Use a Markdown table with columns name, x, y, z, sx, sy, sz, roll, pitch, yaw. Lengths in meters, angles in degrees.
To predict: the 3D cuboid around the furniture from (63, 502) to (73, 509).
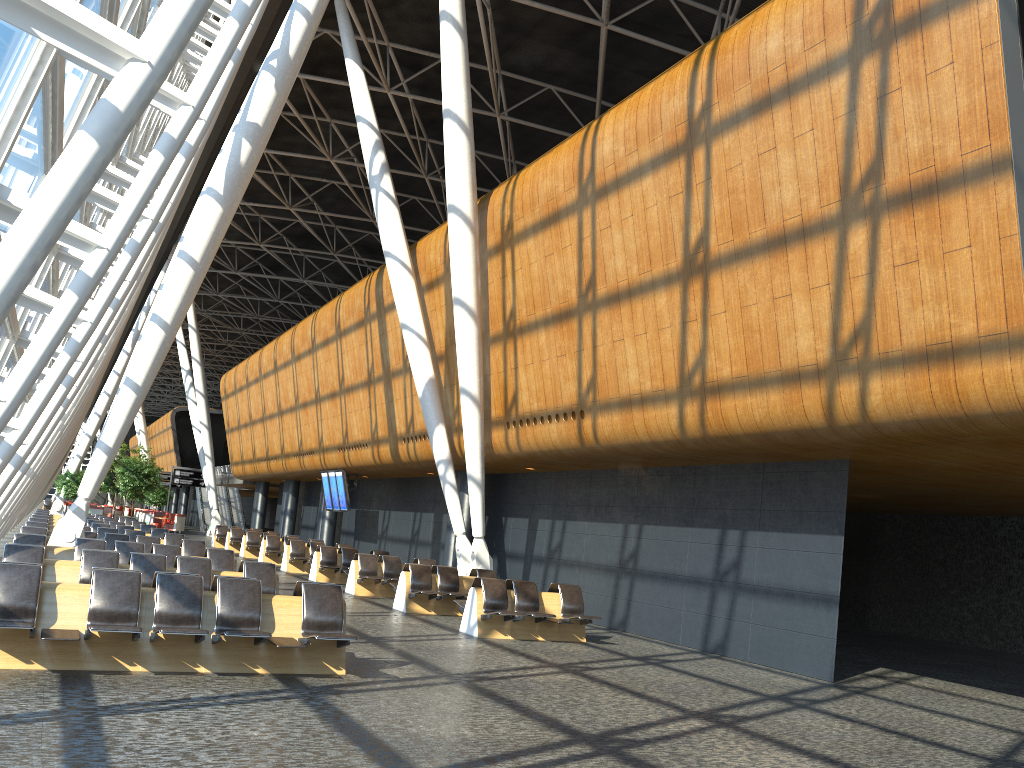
| name | x | y | z | sx | sy | sz | roll | pitch | yaw |
| --- | --- | --- | --- | --- | --- | --- | --- | --- | --- |
| furniture | -26.557 | 7.647 | 53.153 | 0.891 | 0.998 | 2.852 | 7 | -9 | -14 |

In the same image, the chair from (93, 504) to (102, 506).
| name | x | y | z | sx | sy | sz | roll | pitch | yaw |
| --- | --- | --- | --- | --- | --- | --- | --- | --- | --- |
| chair | -25.567 | 7.865 | 53.837 | 0.621 | 1.002 | 0.669 | 4 | -6 | 18 |

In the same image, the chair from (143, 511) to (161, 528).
| name | x | y | z | sx | sy | sz | roll | pitch | yaw |
| --- | --- | --- | --- | --- | --- | --- | --- | --- | --- |
| chair | -18.706 | 7.151 | 45.830 | 0.621 | 1.002 | 0.669 | 4 | -6 | 18 |

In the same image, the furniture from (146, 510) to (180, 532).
| name | x | y | z | sx | sy | sz | roll | pitch | yaw |
| --- | --- | --- | --- | --- | --- | --- | --- | --- | --- |
| furniture | -19.628 | 7.626 | 49.079 | 2.821 | 1.000 | 0.900 | 0 | -8 | 30 |

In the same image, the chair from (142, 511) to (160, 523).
| name | x | y | z | sx | sy | sz | roll | pitch | yaw |
| --- | --- | --- | --- | --- | --- | --- | --- | --- | --- |
| chair | -19.175 | 7.280 | 46.840 | 0.659 | 1.002 | 0.630 | 4 | -6 | 18 |

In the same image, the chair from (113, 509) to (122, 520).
| name | x | y | z | sx | sy | sz | roll | pitch | yaw |
| --- | --- | --- | --- | --- | --- | --- | --- | --- | --- |
| chair | -20.198 | 6.768 | 44.491 | 0.661 | 1.002 | 0.628 | 6 | -6 | -2 |

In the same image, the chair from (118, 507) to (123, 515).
| name | x | y | z | sx | sy | sz | roll | pitch | yaw |
| --- | --- | --- | --- | --- | --- | --- | --- | --- | --- |
| chair | -24.249 | 8.236 | 55.211 | 0.660 | 1.002 | 0.629 | 5 | -6 | 8 |

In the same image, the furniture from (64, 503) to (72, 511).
| name | x | y | z | sx | sy | sz | roll | pitch | yaw |
| --- | --- | --- | --- | --- | --- | --- | --- | --- | --- |
| furniture | -23.091 | 6.832 | 46.507 | 0.891 | 0.998 | 2.852 | 7 | -9 | -14 |

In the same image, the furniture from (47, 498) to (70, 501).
| name | x | y | z | sx | sy | sz | roll | pitch | yaw |
| --- | --- | --- | --- | --- | --- | --- | --- | --- | --- |
| furniture | -43.594 | 11.722 | 85.792 | 3.273 | 0.861 | 1.667 | 11 | -10 | -27 |

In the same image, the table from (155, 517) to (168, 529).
| name | x | y | z | sx | sy | sz | roll | pitch | yaw |
| --- | --- | --- | --- | --- | --- | --- | --- | --- | --- |
| table | -17.906 | 7.240 | 45.138 | 0.800 | 0.743 | 0.806 | 7 | -7 | -11 |

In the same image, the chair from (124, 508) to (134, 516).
| name | x | y | z | sx | sy | sz | roll | pitch | yaw |
| --- | --- | --- | --- | --- | --- | --- | --- | --- | --- |
| chair | -23.472 | 8.158 | 54.323 | 0.622 | 1.002 | 0.668 | 5 | -6 | 8 |

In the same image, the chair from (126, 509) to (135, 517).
| name | x | y | z | sx | sy | sz | roll | pitch | yaw |
| --- | --- | --- | --- | --- | --- | --- | --- | --- | --- |
| chair | -20.783 | 7.421 | 48.566 | 0.660 | 1.002 | 0.629 | 5 | -6 | 8 |

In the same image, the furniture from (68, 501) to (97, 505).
| name | x | y | z | sx | sy | sz | roll | pitch | yaw |
| --- | --- | --- | --- | --- | --- | --- | --- | --- | --- |
| furniture | -29.789 | 8.747 | 61.302 | 0.887 | 0.998 | 2.867 | 4 | -9 | 15 |

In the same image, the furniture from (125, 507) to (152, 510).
| name | x | y | z | sx | sy | sz | roll | pitch | yaw |
| --- | --- | --- | --- | --- | --- | --- | --- | --- | --- |
| furniture | -25.103 | 8.787 | 58.856 | 0.887 | 0.998 | 2.867 | 4 | -9 | 15 |

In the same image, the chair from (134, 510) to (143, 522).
| name | x | y | z | sx | sy | sz | roll | pitch | yaw |
| --- | --- | --- | --- | --- | --- | --- | --- | --- | --- |
| chair | -20.006 | 7.344 | 47.678 | 0.622 | 1.002 | 0.668 | 5 | -6 | 8 |

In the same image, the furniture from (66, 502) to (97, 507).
| name | x | y | z | sx | sy | sz | roll | pitch | yaw |
| --- | --- | --- | --- | --- | --- | --- | --- | --- | --- |
| furniture | -24.757 | 7.416 | 50.805 | 2.821 | 1.000 | 0.900 | 0 | -8 | 30 |

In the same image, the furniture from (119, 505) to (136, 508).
| name | x | y | z | sx | sy | sz | roll | pitch | yaw |
| --- | --- | --- | --- | --- | --- | --- | --- | --- | --- |
| furniture | -37.404 | 12.355 | 85.891 | 1.909 | 0.861 | 1.667 | 10 | -10 | -27 |

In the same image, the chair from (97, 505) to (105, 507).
| name | x | y | z | sx | sy | sz | roll | pitch | yaw |
| --- | --- | --- | --- | --- | --- | --- | --- | --- | --- |
| chair | -24.591 | 7.668 | 52.151 | 0.623 | 1.002 | 0.667 | 6 | -6 | -2 |

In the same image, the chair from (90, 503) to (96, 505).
| name | x | y | z | sx | sy | sz | roll | pitch | yaw |
| --- | --- | --- | --- | --- | --- | --- | --- | --- | --- |
| chair | -28.580 | 8.545 | 59.452 | 0.621 | 1.002 | 0.669 | 3 | -6 | 28 |

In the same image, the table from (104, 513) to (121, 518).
| name | x | y | z | sx | sy | sz | roll | pitch | yaw |
| --- | --- | --- | --- | --- | --- | --- | --- | --- | --- |
| table | -19.761 | 6.773 | 43.519 | 0.797 | 0.743 | 0.809 | 1 | -9 | 34 |

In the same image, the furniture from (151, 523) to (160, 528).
| name | x | y | z | sx | sy | sz | roll | pitch | yaw |
| --- | --- | --- | --- | --- | --- | --- | --- | --- | --- |
| furniture | -18.081 | 7.283 | 44.644 | 0.444 | 0.456 | 0.446 | 7 | -7 | -14 |

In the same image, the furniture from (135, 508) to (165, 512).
| name | x | y | z | sx | sy | sz | roll | pitch | yaw |
| --- | --- | --- | --- | --- | --- | --- | --- | --- | --- |
| furniture | -23.093 | 8.440 | 55.724 | 2.821 | 1.000 | 0.900 | 0 | -8 | 30 |

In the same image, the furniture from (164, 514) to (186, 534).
| name | x | y | z | sx | sy | sz | roll | pitch | yaw |
| --- | --- | --- | --- | --- | --- | --- | --- | --- | --- |
| furniture | -17.829 | 7.395 | 46.731 | 0.891 | 0.998 | 2.852 | 7 | -9 | -14 |

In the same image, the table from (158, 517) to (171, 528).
| name | x | y | z | sx | sy | sz | roll | pitch | yaw |
| --- | --- | --- | --- | --- | --- | --- | --- | --- | --- |
| table | -18.503 | 7.427 | 46.551 | 0.800 | 0.743 | 0.806 | 7 | -7 | -11 |

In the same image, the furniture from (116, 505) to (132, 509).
| name | x | y | z | sx | sy | sz | roll | pitch | yaw |
| --- | --- | --- | --- | --- | --- | --- | --- | --- | --- |
| furniture | -38.791 | 12.681 | 88.550 | 1.909 | 0.861 | 1.667 | 10 | -10 | -27 |

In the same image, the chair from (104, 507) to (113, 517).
| name | x | y | z | sx | sy | sz | roll | pitch | yaw |
| --- | --- | --- | --- | --- | --- | --- | --- | --- | --- |
| chair | -21.126 | 6.853 | 45.506 | 0.623 | 1.002 | 0.667 | 6 | -6 | -2 |

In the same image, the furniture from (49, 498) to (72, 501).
| name | x | y | z | sx | sy | sz | roll | pitch | yaw |
| --- | --- | --- | --- | --- | --- | --- | --- | --- | --- |
| furniture | -44.981 | 12.048 | 88.452 | 3.273 | 0.861 | 1.667 | 11 | -10 | -27 |

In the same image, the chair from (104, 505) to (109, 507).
| name | x | y | z | sx | sy | sz | roll | pitch | yaw |
| --- | --- | --- | --- | --- | --- | --- | --- | --- | --- |
| chair | -28.587 | 8.883 | 61.396 | 0.667 | 1.002 | 0.622 | 11 | -7 | -42 |

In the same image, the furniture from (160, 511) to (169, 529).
| name | x | y | z | sx | sy | sz | roll | pitch | yaw |
| --- | --- | --- | --- | --- | --- | --- | --- | --- | --- |
| furniture | -21.294 | 8.210 | 53.376 | 0.891 | 0.998 | 2.852 | 7 | -9 | -14 |

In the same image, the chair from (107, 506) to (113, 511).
| name | x | y | z | sx | sy | sz | roll | pitch | yaw |
| --- | --- | --- | --- | --- | --- | --- | --- | --- | --- |
| chair | -23.663 | 7.583 | 51.136 | 0.661 | 1.002 | 0.628 | 6 | -6 | -2 |

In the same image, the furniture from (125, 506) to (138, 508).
| name | x | y | z | sx | sy | sz | roll | pitch | yaw |
| --- | --- | --- | --- | --- | --- | --- | --- | --- | --- |
| furniture | -36.017 | 12.029 | 83.231 | 1.909 | 0.861 | 1.667 | 10 | -10 | -27 |

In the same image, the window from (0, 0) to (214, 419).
| name | x | y | z | sx | sy | sz | roll | pitch | yaw |
| --- | --- | --- | --- | --- | --- | --- | --- | --- | --- |
| window | -34.103 | 2.836 | 67.569 | 3.742 | 13.915 | 166.962 | 8 | -10 | -27 |

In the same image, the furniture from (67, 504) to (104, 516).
| name | x | y | z | sx | sy | sz | roll | pitch | yaw |
| --- | --- | --- | --- | --- | --- | --- | --- | --- | --- |
| furniture | -21.292 | 6.602 | 44.160 | 2.821 | 1.000 | 0.900 | 0 | -8 | 30 |

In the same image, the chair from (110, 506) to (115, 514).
| name | x | y | z | sx | sy | sz | roll | pitch | yaw |
| --- | --- | --- | --- | --- | --- | --- | --- | --- | --- |
| chair | -26.314 | 8.607 | 58.519 | 0.667 | 1.002 | 0.622 | 11 | -7 | -42 |
